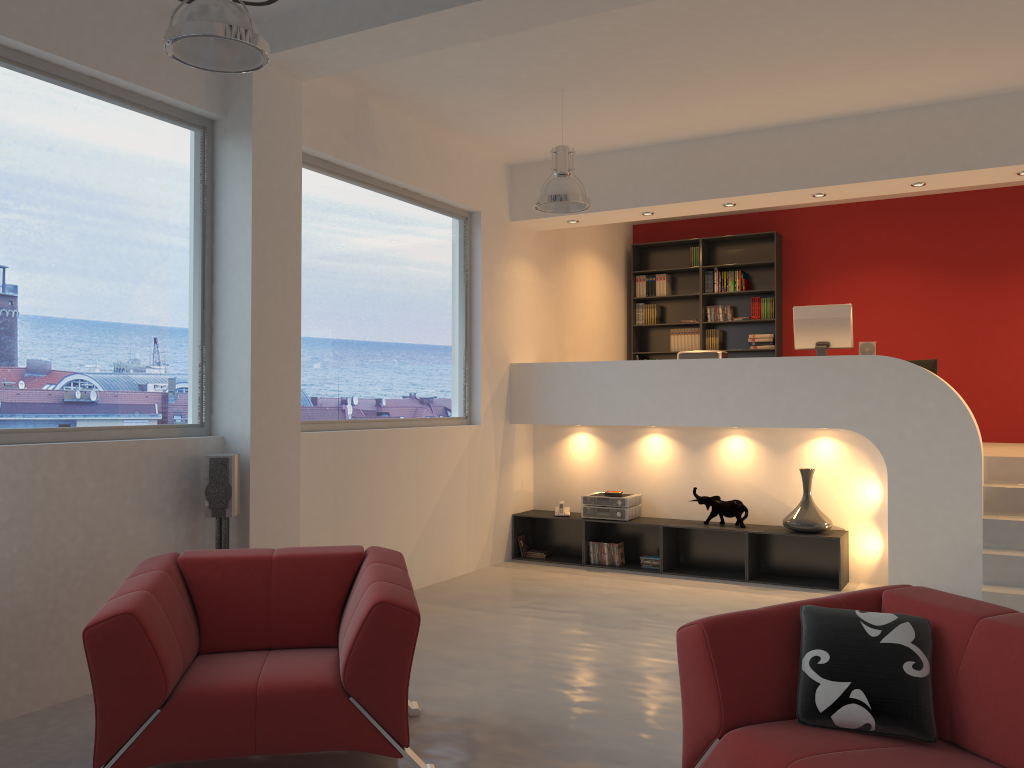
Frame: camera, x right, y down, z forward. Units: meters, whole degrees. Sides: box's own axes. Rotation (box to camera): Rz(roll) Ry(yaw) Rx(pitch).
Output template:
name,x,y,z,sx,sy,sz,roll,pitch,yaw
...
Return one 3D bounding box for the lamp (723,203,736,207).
name,x,y,z,sx,sy,sz,roll,pitch,yaw
lamp,1.766,-1.453,7.203,0.105,0.011,0.105,0,-1,18

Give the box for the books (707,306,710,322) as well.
name,x,y,z,sx,sy,sz,roll,pitch,yaw
books,2.226,-0.776,9.956,0.031,0.190,0.135,-1,-1,29

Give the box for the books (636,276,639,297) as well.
name,x,y,z,sx,sy,sz,roll,pitch,yaw
books,1.497,-1.120,10.344,0.040,0.260,0.200,-1,-1,29

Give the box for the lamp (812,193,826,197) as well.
name,x,y,z,sx,sy,sz,roll,pitch,yaw
lamp,2.379,-1.459,6.864,0.105,0.011,0.105,0,-1,18

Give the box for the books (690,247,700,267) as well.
name,x,y,z,sx,sy,sz,roll,pitch,yaw
books,2.105,-1.417,10.027,0.146,0.240,0.170,-1,-1,29

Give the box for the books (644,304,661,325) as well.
name,x,y,z,sx,sy,sz,roll,pitch,yaw
books,1.627,-0.795,10.278,0.146,0.240,0.170,-1,-1,29

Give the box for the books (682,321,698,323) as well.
name,x,y,z,sx,sy,sz,roll,pitch,yaw
books,2.038,-0.701,10.059,0.190,0.015,0.135,-1,-1,29

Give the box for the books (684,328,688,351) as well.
name,x,y,z,sx,sy,sz,roll,pitch,yaw
books,2.002,-0.493,10.052,0.040,0.260,0.200,-1,-1,29

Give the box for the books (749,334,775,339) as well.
name,x,y,z,sx,sy,sz,roll,pitch,yaw
books,2.726,-0.511,9.622,0.260,0.040,0.200,-1,-1,29

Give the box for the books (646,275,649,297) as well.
name,x,y,z,sx,sy,sz,roll,pitch,yaw
books,1.603,-1.121,10.285,0.040,0.260,0.200,-1,-1,29

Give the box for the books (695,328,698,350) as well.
name,x,y,z,sx,sy,sz,roll,pitch,yaw
books,2.109,-0.494,9.993,0.040,0.260,0.200,-1,-1,29

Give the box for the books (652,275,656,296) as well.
name,x,y,z,sx,sy,sz,roll,pitch,yaw
books,1.674,-1.122,10.246,0.040,0.260,0.200,-1,-1,29

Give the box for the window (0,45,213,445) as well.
name,x,y,z,sx,sy,sz,roll,pitch,yaw
window,-2.328,-0.626,4.021,0.100,1.800,2.400,-1,-1,29

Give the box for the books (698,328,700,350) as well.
name,x,y,z,sx,sy,sz,roll,pitch,yaw
books,2.144,-0.495,9.973,0.040,0.260,0.200,-1,-1,29

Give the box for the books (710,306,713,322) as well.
name,x,y,z,sx,sy,sz,roll,pitch,yaw
books,2.253,-0.776,9.942,0.031,0.190,0.135,-1,-1,29

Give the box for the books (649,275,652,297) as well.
name,x,y,z,sx,sy,sz,roll,pitch,yaw
books,1.639,-1.121,10.266,0.040,0.260,0.200,-1,-1,29

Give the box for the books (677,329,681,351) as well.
name,x,y,z,sx,sy,sz,roll,pitch,yaw
books,1.931,-0.492,10.091,0.040,0.260,0.200,-1,-1,29

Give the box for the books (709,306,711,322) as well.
name,x,y,z,sx,sy,sz,roll,pitch,yaw
books,2.239,-0.776,9.949,0.031,0.190,0.135,-1,-1,29

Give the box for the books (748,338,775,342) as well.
name,x,y,z,sx,sy,sz,roll,pitch,yaw
books,2.722,-0.471,9.634,0.260,0.040,0.200,-1,-1,28

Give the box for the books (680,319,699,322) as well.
name,x,y,z,sx,sy,sz,roll,pitch,yaw
books,2.021,-0.716,10.068,0.190,0.015,0.135,-1,-1,29

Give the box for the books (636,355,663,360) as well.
name,x,y,z,sx,sy,sz,roll,pitch,yaw
books,1.619,-0.186,10.244,0.341,0.286,0.231,-1,-1,29

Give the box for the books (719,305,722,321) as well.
name,x,y,z,sx,sy,sz,roll,pitch,yaw
books,2.345,-0.777,9.891,0.031,0.190,0.135,-1,-1,29

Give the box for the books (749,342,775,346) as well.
name,x,y,z,sx,sy,sz,roll,pitch,yaw
books,2.726,-0.431,9.632,0.260,0.040,0.200,-1,-1,29

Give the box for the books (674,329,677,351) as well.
name,x,y,z,sx,sy,sz,roll,pitch,yaw
books,1.896,-0.492,10.110,0.040,0.260,0.200,-1,-1,29

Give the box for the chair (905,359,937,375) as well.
name,x,y,z,sx,sy,sz,roll,pitch,yaw
chair,3.471,0.165,8.178,0.768,0.795,0.664,1,-2,-41

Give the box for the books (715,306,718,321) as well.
name,x,y,z,sx,sy,sz,roll,pitch,yaw
books,2.305,-0.777,9.913,0.031,0.190,0.135,-1,-1,29

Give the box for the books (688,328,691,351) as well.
name,x,y,z,sx,sy,sz,roll,pitch,yaw
books,2.037,-0.493,10.032,0.040,0.260,0.200,-1,-1,29

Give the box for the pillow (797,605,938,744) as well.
name,x,y,z,sx,sy,sz,roll,pitch,yaw
pillow,1.118,0.906,2.810,0.402,0.343,0.288,0,-1,21

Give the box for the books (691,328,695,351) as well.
name,x,y,z,sx,sy,sz,roll,pitch,yaw
books,2.073,-0.494,10.012,0.040,0.260,0.200,-1,-1,29

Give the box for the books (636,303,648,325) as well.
name,x,y,z,sx,sy,sz,roll,pitch,yaw
books,1.522,-0.802,10.337,0.090,0.256,0.181,-1,-1,29

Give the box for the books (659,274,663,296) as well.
name,x,y,z,sx,sy,sz,roll,pitch,yaw
books,1.745,-1.123,10.207,0.040,0.260,0.200,-1,-1,29

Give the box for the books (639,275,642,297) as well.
name,x,y,z,sx,sy,sz,roll,pitch,yaw
books,1.532,-1.120,10.324,0.040,0.260,0.200,-1,-1,29

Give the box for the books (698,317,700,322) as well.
name,x,y,z,sx,sy,sz,roll,pitch,yaw
books,2.147,-0.773,10.000,0.063,0.187,0.135,-1,-1,29

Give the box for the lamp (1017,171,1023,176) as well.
name,x,y,z,sx,sy,sz,roll,pitch,yaw
lamp,3.587,-1.472,6.196,0.105,0.011,0.105,0,-1,18

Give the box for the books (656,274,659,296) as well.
name,x,y,z,sx,sy,sz,roll,pitch,yaw
books,1.710,-1.122,10.226,0.040,0.260,0.200,-1,-1,29

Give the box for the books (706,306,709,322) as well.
name,x,y,z,sx,sy,sz,roll,pitch,yaw
books,2.213,-0.776,9.963,0.031,0.190,0.135,-1,-1,29

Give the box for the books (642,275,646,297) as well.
name,x,y,z,sx,sy,sz,roll,pitch,yaw
books,1.568,-1.121,10.305,0.040,0.260,0.200,-1,-1,29

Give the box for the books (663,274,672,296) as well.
name,x,y,z,sx,sy,sz,roll,pitch,yaw
books,1.781,-1.123,10.187,0.040,0.260,0.200,-1,-1,29

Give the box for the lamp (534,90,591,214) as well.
name,x,y,z,sx,sy,sz,roll,pitch,yaw
lamp,0.340,-1.589,5.987,0.379,0.800,0.379,0,-1,0

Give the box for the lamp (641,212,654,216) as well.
name,x,y,z,sx,sy,sz,roll,pitch,yaw
lamp,1.154,-1.446,7.541,0.105,0.011,0.105,0,-1,18

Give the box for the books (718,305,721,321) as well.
name,x,y,z,sx,sy,sz,roll,pitch,yaw
books,2.331,-0.777,9.898,0.031,0.190,0.135,-1,-1,29

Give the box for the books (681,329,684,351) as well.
name,x,y,z,sx,sy,sz,roll,pitch,yaw
books,1.966,-0.493,10.071,0.040,0.260,0.200,-1,-1,29

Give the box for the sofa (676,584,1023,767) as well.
name,x,y,z,sx,sy,sz,roll,pitch,yaw
sofa,1.286,1.074,2.354,0.951,0.738,1.929,0,-1,-21

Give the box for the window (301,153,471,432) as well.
name,x,y,z,sx,sy,sz,roll,pitch,yaw
window,-0.973,-0.575,6.471,0.100,1.800,2.400,-1,-1,29

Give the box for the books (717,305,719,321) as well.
name,x,y,z,sx,sy,sz,roll,pitch,yaw
books,2.318,-0.777,9.905,0.031,0.190,0.135,-1,-1,29

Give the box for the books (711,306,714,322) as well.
name,x,y,z,sx,sy,sz,roll,pitch,yaw
books,2.266,-0.776,9.934,0.031,0.190,0.135,-1,-1,29

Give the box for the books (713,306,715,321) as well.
name,x,y,z,sx,sy,sz,roll,pitch,yaw
books,2.279,-0.776,9.927,0.031,0.190,0.135,-1,-1,29

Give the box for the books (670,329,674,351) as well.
name,x,y,z,sx,sy,sz,roll,pitch,yaw
books,1.860,-0.492,10.130,0.040,0.260,0.200,-1,-1,29

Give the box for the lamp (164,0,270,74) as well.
name,x,y,z,sx,sy,sz,roll,pitch,yaw
lamp,-1.112,-1.644,3.362,0.379,0.800,0.379,1,-1,-32

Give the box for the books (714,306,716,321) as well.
name,x,y,z,sx,sy,sz,roll,pitch,yaw
books,2.292,-0.777,9.920,0.031,0.190,0.135,-1,-1,29

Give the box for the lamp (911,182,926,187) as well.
name,x,y,z,sx,sy,sz,roll,pitch,yaw
lamp,2.991,-1.466,6.525,0.105,0.011,0.105,0,-1,18

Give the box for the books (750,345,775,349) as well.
name,x,y,z,sx,sy,sz,roll,pitch,yaw
books,2.744,-0.391,9.625,0.260,0.040,0.200,-1,-1,30

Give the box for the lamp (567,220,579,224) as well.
name,x,y,z,sx,sy,sz,roll,pitch,yaw
lamp,0.541,-1.440,7.880,0.105,0.011,0.105,-1,-1,33

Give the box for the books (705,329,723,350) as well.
name,x,y,z,sx,sy,sz,roll,pitch,yaw
books,2.260,-0.486,9.922,0.146,0.240,0.170,-1,-1,29

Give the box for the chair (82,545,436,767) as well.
name,x,y,z,sx,sy,sz,roll,pitch,yaw
chair,-0.981,1.097,3.548,1.288,0.738,0.951,0,-1,-11
